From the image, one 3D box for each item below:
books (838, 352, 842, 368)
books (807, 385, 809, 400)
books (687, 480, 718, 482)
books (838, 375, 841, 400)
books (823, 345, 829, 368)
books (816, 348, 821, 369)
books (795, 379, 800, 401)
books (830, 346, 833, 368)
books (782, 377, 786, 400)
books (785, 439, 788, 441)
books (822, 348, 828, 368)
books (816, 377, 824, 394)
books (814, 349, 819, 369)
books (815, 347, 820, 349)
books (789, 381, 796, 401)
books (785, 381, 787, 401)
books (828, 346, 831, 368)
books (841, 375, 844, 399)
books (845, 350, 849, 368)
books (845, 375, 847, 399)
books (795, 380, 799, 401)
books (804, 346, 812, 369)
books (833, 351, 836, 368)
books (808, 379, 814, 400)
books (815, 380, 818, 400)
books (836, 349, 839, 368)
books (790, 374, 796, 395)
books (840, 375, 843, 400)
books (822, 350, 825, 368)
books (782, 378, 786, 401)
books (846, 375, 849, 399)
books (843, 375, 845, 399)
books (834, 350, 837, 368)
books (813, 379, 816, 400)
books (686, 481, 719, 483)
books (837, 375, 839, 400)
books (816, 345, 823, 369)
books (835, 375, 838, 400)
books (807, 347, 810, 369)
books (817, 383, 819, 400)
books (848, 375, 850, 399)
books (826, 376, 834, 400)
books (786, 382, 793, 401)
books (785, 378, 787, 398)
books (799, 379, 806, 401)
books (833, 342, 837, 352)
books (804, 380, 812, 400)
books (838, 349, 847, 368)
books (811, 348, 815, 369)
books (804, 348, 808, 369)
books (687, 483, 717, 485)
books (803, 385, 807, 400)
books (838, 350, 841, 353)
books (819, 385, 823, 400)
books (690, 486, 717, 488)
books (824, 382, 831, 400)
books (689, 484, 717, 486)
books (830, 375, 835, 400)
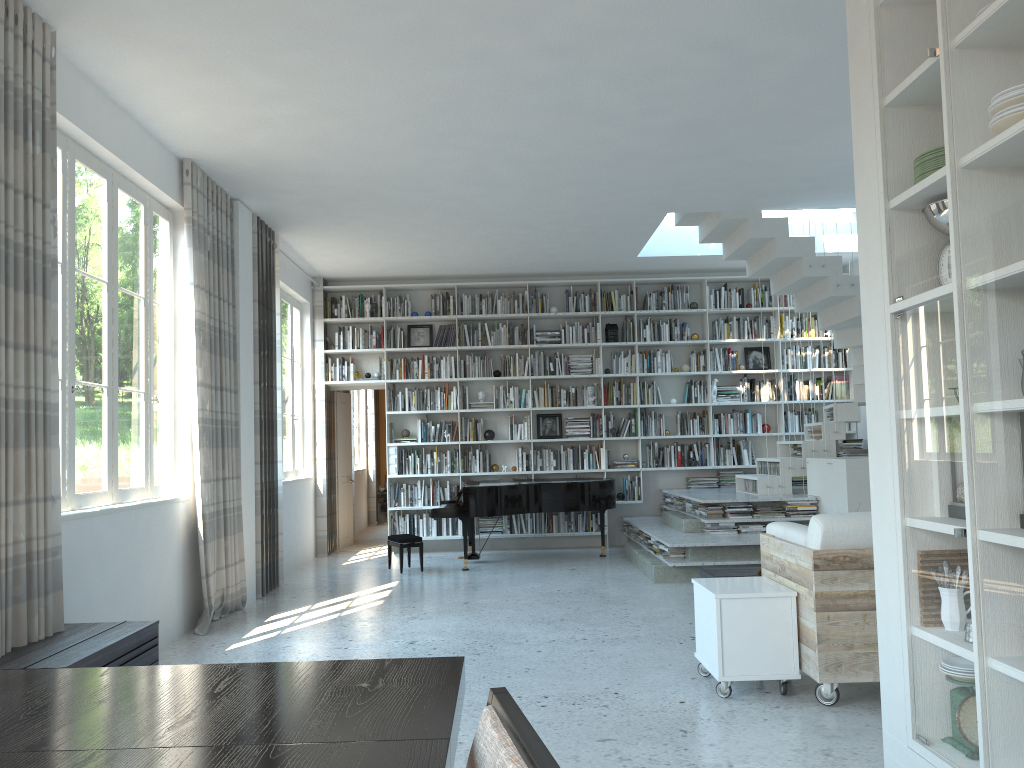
[{"bbox_3d":[3.877,-0.271,10.550,0.029,0.195,0.192,-2,-4,-1],"label":"books"},{"bbox_3d":[3.488,0.114,10.543,0.030,0.184,0.137,-2,-4,-1],"label":"books"},{"bbox_3d":[2.243,1.144,10.465,0.345,0.007,0.193,-2,-4,1],"label":"books"},{"bbox_3d":[3.860,0.048,10.536,0.018,0.293,0.169,-2,-4,-1],"label":"books"},{"bbox_3d":[3.738,-0.310,10.559,0.012,0.283,0.151,-2,-4,-1],"label":"books"},{"bbox_3d":[3.634,-0.295,10.556,0.023,0.258,0.184,-2,-4,-1],"label":"books"},{"bbox_3d":[3.383,0.076,10.534,0.022,0.265,0.157,-2,-4,-1],"label":"books"},{"bbox_3d":[3.772,-0.304,10.553,0.028,0.268,0.173,-2,-4,-1],"label":"books"},{"bbox_3d":[3.220,0.067,10.541,0.010,0.293,0.164,-2,-4,-1],"label":"books"},{"bbox_3d":[3.218,0.793,10.421,0.011,0.293,0.144,-2,-4,-1],"label":"books"},{"bbox_3d":[3.720,-0.294,10.566,0.025,0.252,0.160,-2,-4,-1],"label":"books"},{"bbox_3d":[3.664,0.063,10.543,0.026,0.277,0.170,-2,-4,-1],"label":"books"},{"bbox_3d":[3.601,-0.288,10.549,0.045,0.245,0.177,-2,-4,-1],"label":"books"},{"bbox_3d":[3.650,-0.302,10.580,0.010,0.273,0.130,-2,-4,-1],"label":"books"},{"bbox_3d":[3.323,0.088,10.522,0.022,0.243,0.171,-2,-4,-1],"label":"books"},{"bbox_3d":[3.231,0.094,10.539,0.010,0.238,0.147,-2,-4,-1],"label":"books"},{"bbox_3d":[3.751,-0.308,10.555,0.013,0.277,0.188,-2,-4,-1],"label":"books"},{"bbox_3d":[3.897,0.047,10.536,0.018,0.293,0.169,-2,-4,-1],"label":"books"},{"bbox_3d":[3.963,-0.284,10.558,0.021,0.219,0.184,-2,-4,-1],"label":"books"},{"bbox_3d":[3.933,0.047,10.537,0.018,0.293,0.169,-2,-4,-1],"label":"books"},{"bbox_3d":[3.359,0.085,10.522,0.026,0.245,0.181,-2,-4,-1],"label":"books"},{"bbox_3d":[3.522,-0.305,10.555,0.030,0.283,0.166,-2,-4,-1],"label":"books"},{"bbox_3d":[3.800,-0.277,10.550,0.025,0.211,0.188,-2,-4,-1],"label":"books"},{"bbox_3d":[3.538,0.075,10.539,0.029,0.259,0.171,-2,-4,-1],"label":"books"},{"bbox_3d":[3.601,0.079,10.551,0.025,0.248,0.134,-2,-4,-1],"label":"books"},{"bbox_3d":[3.855,-0.313,10.569,0.013,0.283,0.149,-2,-4,-1],"label":"books"},{"bbox_3d":[3.339,0.049,10.543,0.012,0.322,0.141,-2,-3,-1],"label":"books"},{"bbox_3d":[3.879,0.048,10.532,0.018,0.293,0.169,-2,-4,-1],"label":"books"},{"bbox_3d":[3.693,-0.285,10.576,0.028,0.237,0.146,-2,-4,-1],"label":"books"},{"bbox_3d":[3.203,0.074,10.525,0.025,0.277,0.160,-2,-4,-1],"label":"books"},{"bbox_3d":[3.951,0.045,10.527,0.018,0.293,0.169,-2,-4,-1],"label":"books"},{"bbox_3d":[3.915,0.047,10.532,0.018,0.293,0.169,-2,-4,-1],"label":"books"},{"bbox_3d":[3.824,-0.281,10.560,0.025,0.220,0.177,-2,-4,-1],"label":"books"},{"bbox_3d":[3.582,0.077,10.548,0.012,0.254,0.161,-2,-4,-1],"label":"books"},{"bbox_3d":[2.243,1.151,10.462,0.345,0.007,0.193,-1,-4,-4],"label":"books"},{"bbox_3d":[3.842,0.049,10.536,0.018,0.293,0.169,-2,-4,-1],"label":"books"},{"bbox_3d":[3.667,-0.311,10.577,0.024,0.291,0.132,-2,-3,-1],"label":"books"},{"bbox_3d":[3.824,0.048,10.522,0.018,0.293,0.169,-2,-4,-1],"label":"books"},{"bbox_3d":[3.496,-0.294,10.549,0.022,0.262,0.172,-2,-4,-1],"label":"books"},{"bbox_3d":[3.621,0.100,10.553,0.014,0.207,0.138,-2,-4,-1],"label":"books"},{"bbox_3d":[3.969,0.046,10.537,0.018,0.293,0.169,-2,-4,-1],"label":"books"},{"bbox_3d":[3.762,0.054,10.534,0.072,0.291,0.169,-2,-4,-1],"label":"books"},{"bbox_3d":[3.279,0.094,10.549,0.066,0.236,0.144,-2,-4,-1],"label":"books"},{"bbox_3d":[3.240,0.074,10.550,0.010,0.279,0.147,-2,-4,-1],"label":"books"},{"bbox_3d":[3.422,0.076,10.522,0.056,0.261,0.176,-2,-4,-1],"label":"books"},{"bbox_3d":[3.841,-0.335,10.578,0.013,0.330,0.140,-2,-3,-1],"label":"books"},{"bbox_3d":[3.513,0.081,10.528,0.022,0.247,0.181,-2,-4,-1],"label":"books"},{"bbox_3d":[3.930,-0.320,10.559,0.042,0.292,0.186,-2,-4,-1],"label":"books"},{"bbox_3d":[3.572,-0.290,10.569,0.012,0.254,0.161,-2,-4,-1],"label":"books"},{"bbox_3d":[3.473,-0.292,10.551,0.024,0.259,0.156,-2,-4,-1],"label":"books"},{"bbox_3d":[2.241,1.173,10.455,0.308,0.008,0.195,-1,-4,-6],"label":"books"},{"bbox_3d":[3.462,0.111,10.521,0.023,0.189,0.169,-2,-4,-1],"label":"books"},{"bbox_3d":[3.902,-0.286,10.586,0.024,0.230,0.131,-2,-4,-1],"label":"books"},{"bbox_3d":[3.641,0.109,10.512,0.024,0.181,0.191,-2,-4,-1],"label":"books"},{"bbox_3d":[2.240,1.211,10.456,0.308,0.008,0.195,-1,-4,-5],"label":"books"},{"bbox_3d":[3.723,0.094,10.530,0.088,0.217,0.167,-2,-4,-1],"label":"books"},{"bbox_3d":[2.240,1.189,10.462,0.308,0.008,0.195,-2,-4,1],"label":"books"},{"bbox_3d":[3.800,0.050,10.535,0.033,0.294,0.169,-2,-4,-1],"label":"books"}]
